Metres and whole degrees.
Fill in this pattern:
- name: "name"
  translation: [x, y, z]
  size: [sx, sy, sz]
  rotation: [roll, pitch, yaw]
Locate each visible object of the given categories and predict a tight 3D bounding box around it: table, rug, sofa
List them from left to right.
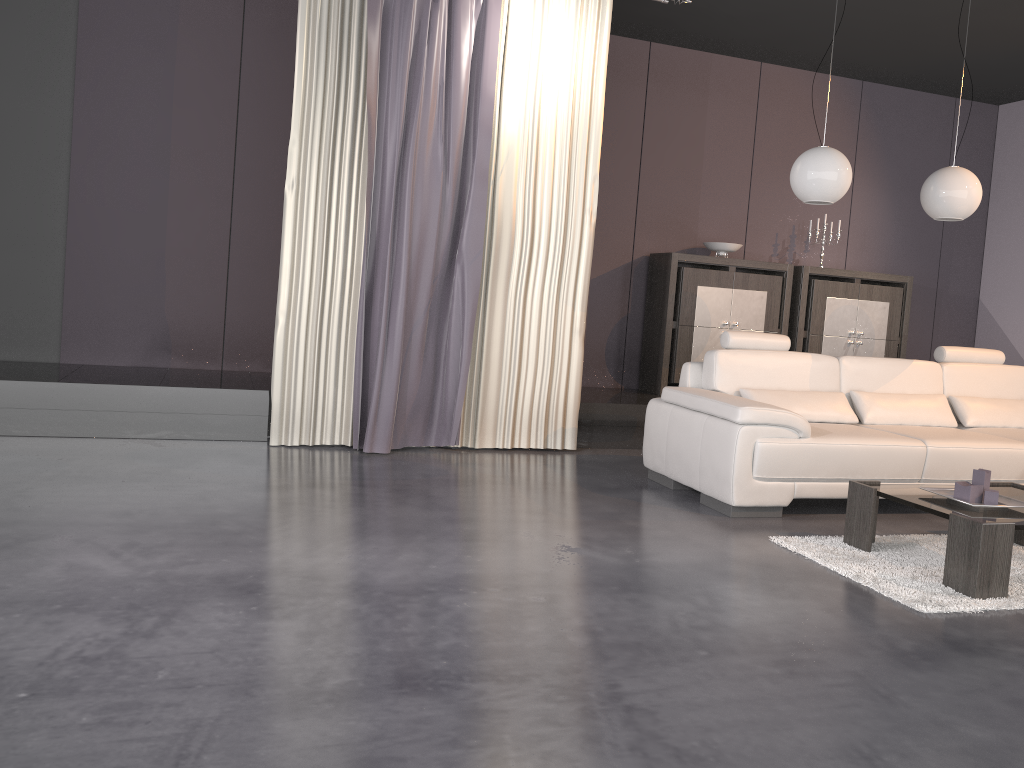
- name: "sofa"
  translation: [2.382, 0.261, 4.547]
  size: [2.859, 0.856, 1.876]
  rotation: [3, 5, -19]
- name: "rug"
  translation: [1.939, 0.741, 3.610]
  size: [1.525, 0.023, 0.920]
  rotation: [3, 6, -19]
- name: "table"
  translation: [1.966, 0.606, 3.599]
  size: [0.904, 0.270, 0.703]
  rotation: [3, 6, -18]

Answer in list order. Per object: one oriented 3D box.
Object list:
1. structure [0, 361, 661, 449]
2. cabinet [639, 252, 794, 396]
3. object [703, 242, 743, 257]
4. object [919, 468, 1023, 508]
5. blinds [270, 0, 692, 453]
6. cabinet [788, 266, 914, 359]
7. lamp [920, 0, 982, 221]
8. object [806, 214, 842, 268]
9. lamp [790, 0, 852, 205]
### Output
- name: "structure"
  translation: [-0.439, 0.179, 6.025]
  size: [8.763, 0.299, 1.004]
  rotation: [3, 6, -18]
- name: "cabinet"
  translation: [1.611, -0.442, 6.936]
  size: [1.071, 1.072, 0.413]
  rotation: [3, 3, -18]
- name: "object"
  translation: [1.645, -1.037, 6.940]
  size: [0.309, 0.116, 0.309]
  rotation: [6, 5, 15]
- name: "object"
  translation: [1.872, 0.409, 3.552]
  size: [0.304, 0.136, 0.305]
  rotation: [3, 5, -14]
- name: "blinds"
  translation: [-0.526, -1.096, 5.112]
  size: [3.285, 2.989, 0.249]
  rotation: [3, 3, -18]
- name: "cabinet"
  translation: [2.714, -0.392, 7.305]
  size: [1.071, 1.072, 0.413]
  rotation: [3, 3, -18]
- name: "lamp"
  translation: [2.460, -1.608, 4.848]
  size: [0.307, 1.411, 0.307]
  rotation: [4, 3, -15]
- name: "object"
  translation: [2.531, -1.160, 7.202]
  size: [0.229, 0.444, 0.230]
  rotation: [4, 3, -1]
- name: "lamp"
  translation: [1.649, -1.645, 4.579]
  size: [0.308, 1.411, 0.306]
  rotation: [7, 4, 39]
